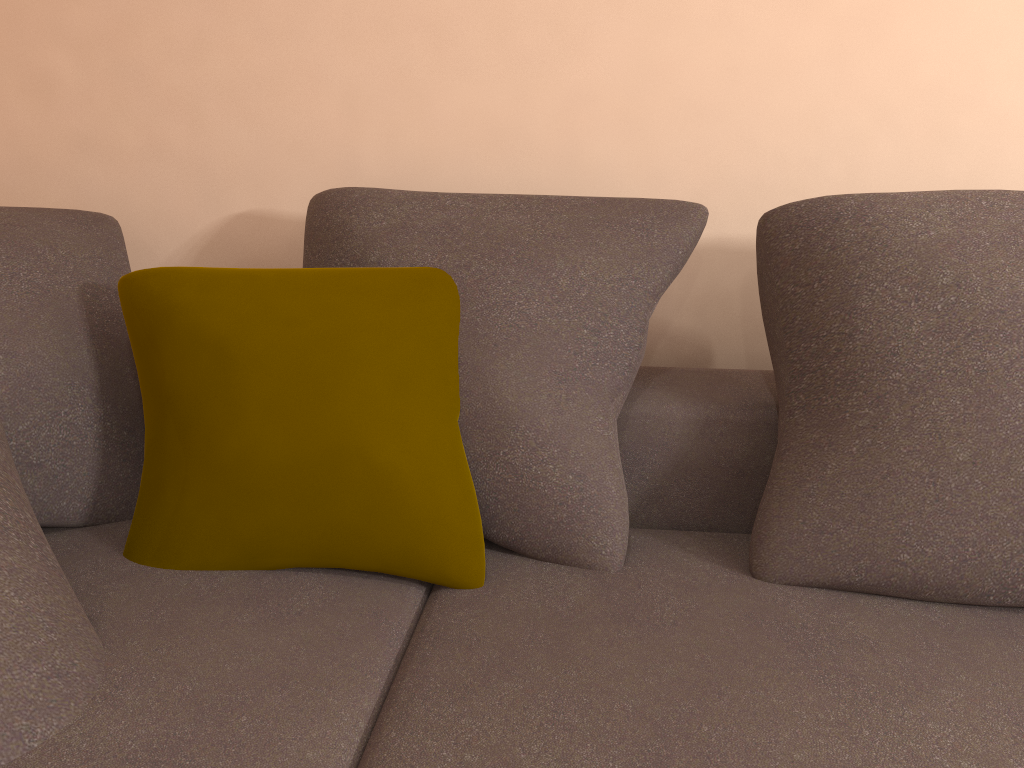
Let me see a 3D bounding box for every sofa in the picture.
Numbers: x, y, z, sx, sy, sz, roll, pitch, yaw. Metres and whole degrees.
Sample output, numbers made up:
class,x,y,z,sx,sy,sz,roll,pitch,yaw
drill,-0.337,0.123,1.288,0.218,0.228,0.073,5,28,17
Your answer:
class,x,y,z,sx,sy,sz,roll,pitch,yaw
sofa,0.336,0.602,0.928,3.565,0.776,1.906,2,17,6

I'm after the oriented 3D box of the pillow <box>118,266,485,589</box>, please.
class,x,y,z,sx,sy,sz,roll,pitch,yaw
pillow,-0.333,0.068,1.415,0.631,0.486,0.335,0,17,-1

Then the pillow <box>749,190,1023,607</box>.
class,x,y,z,sx,sy,sz,roll,pitch,yaw
pillow,0.767,0.013,1.354,0.783,0.590,0.459,3,17,11

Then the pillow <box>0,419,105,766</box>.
class,x,y,z,sx,sy,sz,roll,pitch,yaw
pillow,-0.857,0.282,0.909,0.792,0.415,0.645,-15,22,-42

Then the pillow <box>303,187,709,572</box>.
class,x,y,z,sx,sy,sz,roll,pitch,yaw
pillow,-0.091,-0.046,1.590,0.787,0.576,0.431,7,18,21

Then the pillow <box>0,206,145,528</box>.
class,x,y,z,sx,sy,sz,roll,pitch,yaw
pillow,-0.944,-0.023,1.442,0.806,0.578,0.483,-15,22,-41
